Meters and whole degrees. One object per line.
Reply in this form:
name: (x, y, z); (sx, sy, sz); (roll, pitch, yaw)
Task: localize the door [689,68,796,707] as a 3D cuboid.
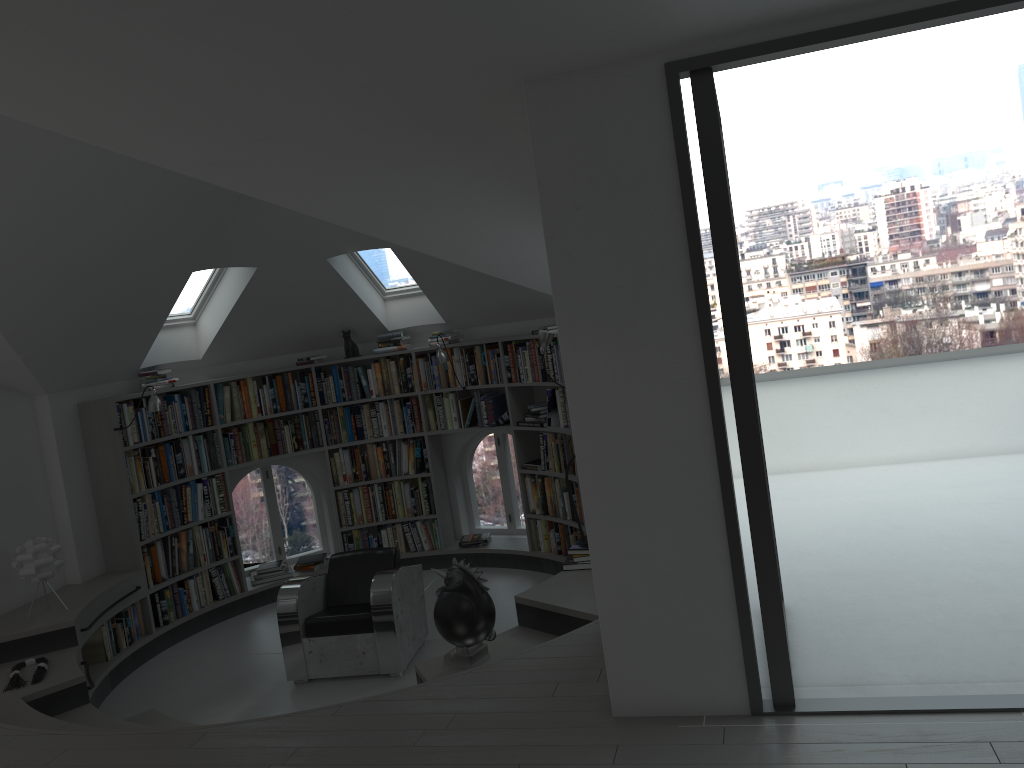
door: (0.976, -0.023, 3.727); (0.080, 2.342, 1.054); (-7, 4, 16)

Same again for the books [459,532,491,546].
books: (-0.344, 1.444, 8.254); (0.268, 0.029, 0.253); (-8, 5, 6)

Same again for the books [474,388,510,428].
books: (-0.104, 0.196, 7.883); (0.398, 0.340, 0.225); (-5, 5, 36)

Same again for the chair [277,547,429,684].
chair: (-1.102, 1.601, 6.259); (0.822, 0.718, 0.743); (-8, 4, 10)

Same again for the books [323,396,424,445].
books: (-1.264, 0.323, 8.342); (1.028, 0.358, 0.301); (-8, 4, 1)

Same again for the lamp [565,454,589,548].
lamp: (0.498, 0.654, 5.448); (0.322, 0.659, 0.234); (-6, 4, 31)

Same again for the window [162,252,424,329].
window: (-1.210, -1.048, 7.352); (4.051, 0.712, 1.938); (-7, 5, 16)

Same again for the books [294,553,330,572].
books: (-1.861, 1.666, 8.254); (0.317, 0.099, 0.292); (-7, 5, 17)

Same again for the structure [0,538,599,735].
structure: (-1.194, 1.627, 6.176); (4.720, 0.692, 4.708); (-11, 6, -29)

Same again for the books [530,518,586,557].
books: (0.592, 1.295, 7.196); (0.360, 0.310, 1.497); (-10, 5, -22)

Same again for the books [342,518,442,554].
books: (-1.104, 1.442, 8.365); (1.019, 0.306, 0.288); (-8, 4, 0)

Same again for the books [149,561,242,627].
books: (-2.725, 1.750, 7.525); (0.282, 0.319, 0.921); (-6, 6, 34)

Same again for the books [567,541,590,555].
books: (0.516, 0.997, 5.485); (0.269, 0.031, 0.287); (-6, 6, 26)

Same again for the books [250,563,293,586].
books: (-2.222, 1.752, 8.178); (0.366, 0.042, 0.388); (-10, 5, -18)

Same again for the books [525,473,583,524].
books: (0.440, 0.925, 7.443); (0.272, 0.350, 0.871); (-11, 6, -33)

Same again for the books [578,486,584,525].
books: (0.728, 0.967, 6.534); (0.304, 0.358, 1.186); (-9, 5, -3)

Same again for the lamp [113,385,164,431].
lamp: (-2.908, 0.180, 6.892); (0.413, 0.311, 0.117); (-7, 4, 12)

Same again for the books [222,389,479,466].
books: (-1.463, 0.376, 8.157); (2.529, 0.370, 0.592); (-9, 5, -4)

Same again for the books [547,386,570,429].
books: (0.492, 0.169, 7.166); (0.256, 0.350, 0.553); (-11, 5, -28)

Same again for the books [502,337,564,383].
books: (0.285, -0.211, 7.360); (0.306, 0.367, 0.969); (-11, 5, -31)

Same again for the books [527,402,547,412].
books: (0.279, 0.188, 7.583); (0.269, 0.031, 0.286); (-9, 5, -4)

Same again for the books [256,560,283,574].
books: (-2.231, 1.688, 8.174); (0.213, 0.036, 0.227); (-9, 5, -8)

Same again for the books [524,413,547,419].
books: (0.288, 0.250, 7.586); (0.270, 0.031, 0.286); (-11, 6, -24)

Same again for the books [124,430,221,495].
books: (-2.913, 0.650, 7.433); (0.302, 0.347, 1.092); (-6, 6, 31)

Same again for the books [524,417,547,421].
books: (0.292, 0.280, 7.588); (0.270, 0.031, 0.285); (-13, 7, -39)

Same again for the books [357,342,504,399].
books: (-0.677, -0.137, 8.116); (1.564, 0.366, 0.395); (-6, 5, 21)

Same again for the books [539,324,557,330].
books: (0.367, -0.473, 7.259); (0.233, 0.027, 0.248); (-9, 5, -12)

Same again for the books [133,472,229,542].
books: (-2.836, 1.022, 7.411); (0.260, 0.358, 1.023); (-6, 6, 33)

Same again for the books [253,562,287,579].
books: (-2.227, 1.719, 8.176); (0.269, 0.031, 0.286); (-9, 5, -8)

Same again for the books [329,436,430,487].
books: (-1.209, 0.701, 8.322); (0.997, 0.351, 0.298); (-8, 4, -1)

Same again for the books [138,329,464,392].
books: (-1.848, -0.256, 7.985); (2.817, 0.173, 0.748); (-10, 5, -14)

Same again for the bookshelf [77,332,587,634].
bookshelf: (-0.953, 0.699, 7.457); (4.328, 1.877, 2.115); (-7, 5, 16)

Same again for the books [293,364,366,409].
books: (-1.728, 0.014, 8.281); (0.683, 0.345, 0.265); (-9, 4, -8)

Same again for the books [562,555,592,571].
books: (0.526, 1.065, 5.489); (0.365, 0.042, 0.389); (-7, 5, 16)

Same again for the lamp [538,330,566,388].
lamp: (0.353, -0.147, 6.390); (0.275, 0.524, 0.112); (-8, 4, 6)

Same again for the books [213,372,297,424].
books: (-2.354, 0.117, 8.027); (0.794, 0.372, 0.269); (-11, 5, -31)

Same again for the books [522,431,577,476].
books: (0.421, 0.550, 7.342); (0.252, 0.351, 0.973); (-11, 6, -32)

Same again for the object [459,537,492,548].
object: (-0.339, 1.474, 8.255); (0.226, 0.036, 0.214); (-5, 6, 32)

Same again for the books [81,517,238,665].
books: (-2.881, 1.607, 7.215); (0.390, 0.694, 1.646); (-7, 5, 26)

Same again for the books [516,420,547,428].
books: (0.297, 0.313, 7.590); (0.366, 0.042, 0.388); (-12, 6, -34)

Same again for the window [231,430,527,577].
window: (-1.165, 1.069, 8.440); (3.230, 1.149, 0.618); (-8, 4, 1)

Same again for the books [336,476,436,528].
books: (-1.140, 1.080, 8.347); (1.031, 0.357, 0.293); (-8, 4, 0)

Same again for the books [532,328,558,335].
books: (0.371, -0.445, 7.261); (0.317, 0.036, 0.336); (-10, 5, -22)

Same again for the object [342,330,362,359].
object: (-1.494, -0.375, 8.251); (0.147, 0.264, 0.202); (-8, 4, 12)

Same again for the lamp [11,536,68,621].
lamp: (-3.231, 1.320, 6.088); (0.305, 0.524, 0.306); (-8, 4, 4)

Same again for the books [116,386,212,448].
books: (-2.967, 0.269, 7.388); (0.300, 0.360, 1.036); (-6, 6, 32)

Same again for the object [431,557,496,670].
object: (-0.248, 1.173, 4.595); (0.320, 0.561, 0.321); (-9, 4, -11)

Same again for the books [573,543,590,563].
books: (0.521, 1.029, 5.486); (0.286, 0.034, 0.305); (-8, 5, 6)

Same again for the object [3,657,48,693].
object: (-2.956, 1.764, 5.417); (0.218, 0.082, 0.473); (-10, 5, -21)

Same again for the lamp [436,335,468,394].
lamp: (-0.543, -0.164, 7.799); (0.113, 0.565, 0.359); (-7, 4, 22)

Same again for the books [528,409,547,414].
books: (0.283, 0.219, 7.584); (0.214, 0.036, 0.226); (-11, 6, -24)
